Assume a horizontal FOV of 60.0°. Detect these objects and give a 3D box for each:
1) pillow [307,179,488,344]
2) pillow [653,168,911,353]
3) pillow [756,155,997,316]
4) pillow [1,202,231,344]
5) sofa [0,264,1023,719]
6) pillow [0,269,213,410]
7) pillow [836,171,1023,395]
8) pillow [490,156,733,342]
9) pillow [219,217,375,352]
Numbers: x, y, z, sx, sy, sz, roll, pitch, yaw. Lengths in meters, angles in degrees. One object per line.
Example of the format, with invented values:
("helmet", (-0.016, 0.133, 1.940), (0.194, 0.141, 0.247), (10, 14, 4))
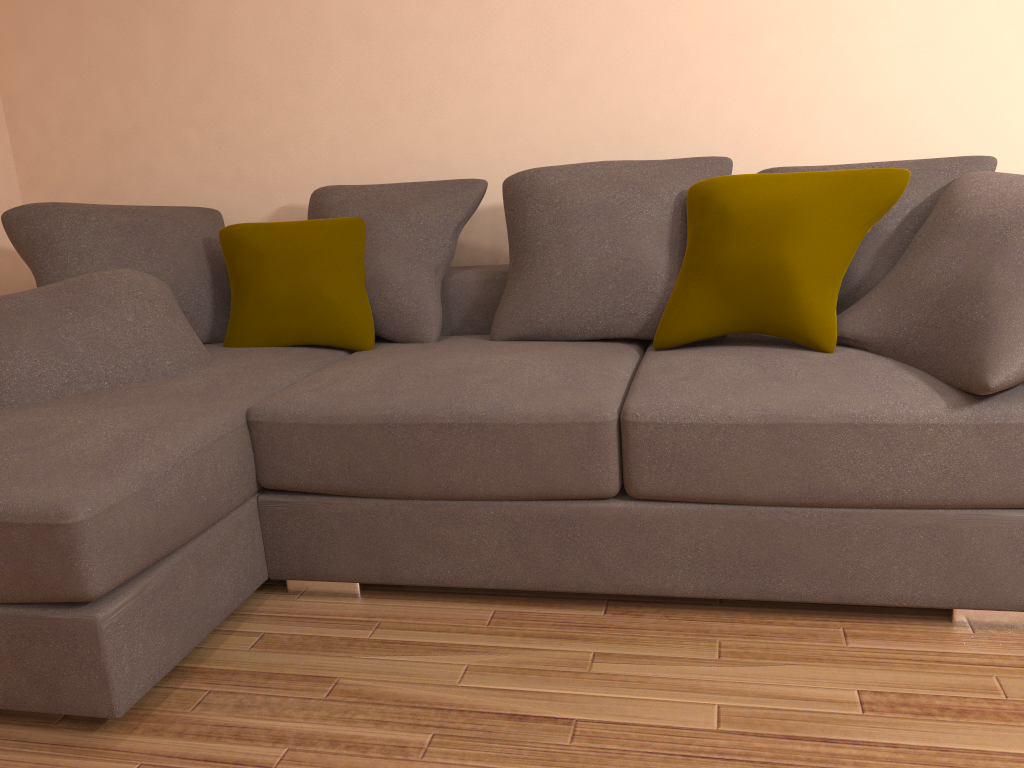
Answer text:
("pillow", (-0.499, -0.452, 3.297), (0.787, 0.576, 0.431), (4, 16, 29))
("pillow", (0.760, -0.353, 2.556), (0.658, 0.492, 0.382), (7, 18, 37))
("pillow", (1.007, -0.360, 2.768), (0.399, 0.635, 0.811), (-13, 17, -32))
("pillow", (-1.362, -0.397, 3.259), (0.806, 0.578, 0.483), (-14, 17, -35))
("sofa", (-0.137, 0.154, 2.561), (3.565, 0.776, 1.906), (-1, 15, 14))
("pillow", (-1.334, -0.114, 2.708), (0.792, 0.415, 0.645), (-15, 17, -35))
("pillow", (1.170, -0.273, 2.197), (0.560, 0.470, 0.749), (-8, 15, -14))
("pillow", (0.323, -0.438, 2.950), (0.783, 0.590, 0.459), (0, 15, 18))
("pillow", (-0.757, -0.333, 3.150), (0.631, 0.486, 0.335), (-3, 14, 7))
